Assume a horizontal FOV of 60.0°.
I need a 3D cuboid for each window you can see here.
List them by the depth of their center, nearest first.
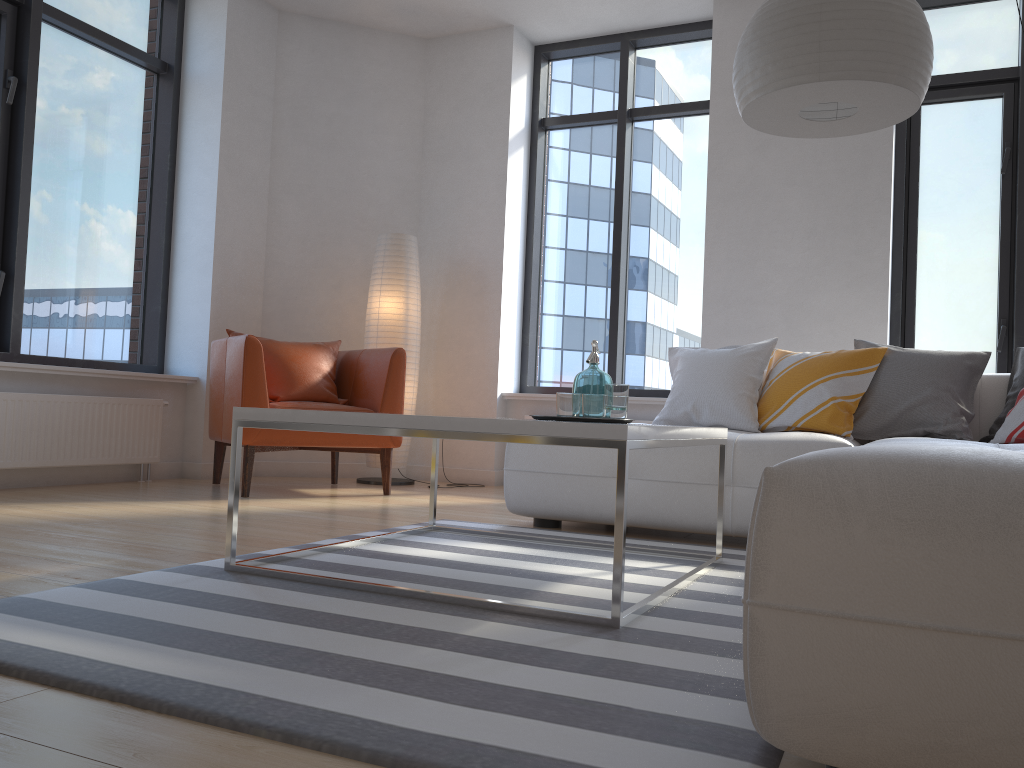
[{"bbox_3d":[-2.538,-1.297,4.558,0.170,2.402,1.960,2,-2,25],"label":"window"},{"bbox_3d":[2.816,-1.049,4.891,1.310,2.402,0.170,2,-2,25],"label":"window"},{"bbox_3d":[0.727,-1.107,5.855,1.310,2.402,0.170,2,-2,25],"label":"window"}]

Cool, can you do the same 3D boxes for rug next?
[{"bbox_3d":[-0.025,0.531,2.345,1.662,0.016,2.326,2,-2,25],"label":"rug"}]

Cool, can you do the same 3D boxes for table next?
[{"bbox_3d":[-0.029,0.319,2.616,1.091,0.435,1.091,2,-2,25],"label":"table"}]

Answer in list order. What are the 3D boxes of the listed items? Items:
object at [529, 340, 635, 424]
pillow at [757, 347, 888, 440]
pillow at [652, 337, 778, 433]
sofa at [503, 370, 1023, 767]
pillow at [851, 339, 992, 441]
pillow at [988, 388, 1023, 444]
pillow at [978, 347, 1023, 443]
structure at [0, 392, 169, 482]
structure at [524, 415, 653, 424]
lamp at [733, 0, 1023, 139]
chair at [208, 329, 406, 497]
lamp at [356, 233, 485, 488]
[{"bbox_3d":[0.224,-0.015,2.776,0.330,0.265,0.330,4,-3,-41],"label":"object"},{"bbox_3d":[1.473,0.012,3.133,0.630,0.440,2.095,3,-2,-18],"label":"pillow"},{"bbox_3d":[1.329,-0.002,3.418,0.580,0.456,2.156,4,-3,-39],"label":"pillow"},{"bbox_3d":[0.954,0.227,2.679,2.614,0.732,3.424,2,-2,25],"label":"sofa"},{"bbox_3d":[1.406,-0.034,2.479,0.647,0.453,2.953,2,-2,12],"label":"pillow"},{"bbox_3d":[1.746,0.009,2.426,0.575,0.449,2.250,2,-2,22],"label":"pillow"},{"bbox_3d":[1.876,-0.001,2.727,0.608,0.436,2.120,2,-2,21],"label":"pillow"},{"bbox_3d":[-2.295,0.281,4.392,0.110,0.460,1.474,2,-2,25],"label":"structure"},{"bbox_3d":[0.548,0.445,5.487,1.015,0.460,0.110,2,-2,25],"label":"structure"},{"bbox_3d":[2.105,-0.652,3.498,3.199,2.647,0.710,4,-2,-29],"label":"lamp"},{"bbox_3d":[-1.164,0.146,4.851,0.896,0.858,0.843,4,-2,-33],"label":"chair"},{"bbox_3d":[-0.523,-0.145,5.556,0.804,1.550,0.502,3,-2,-15],"label":"lamp"}]
